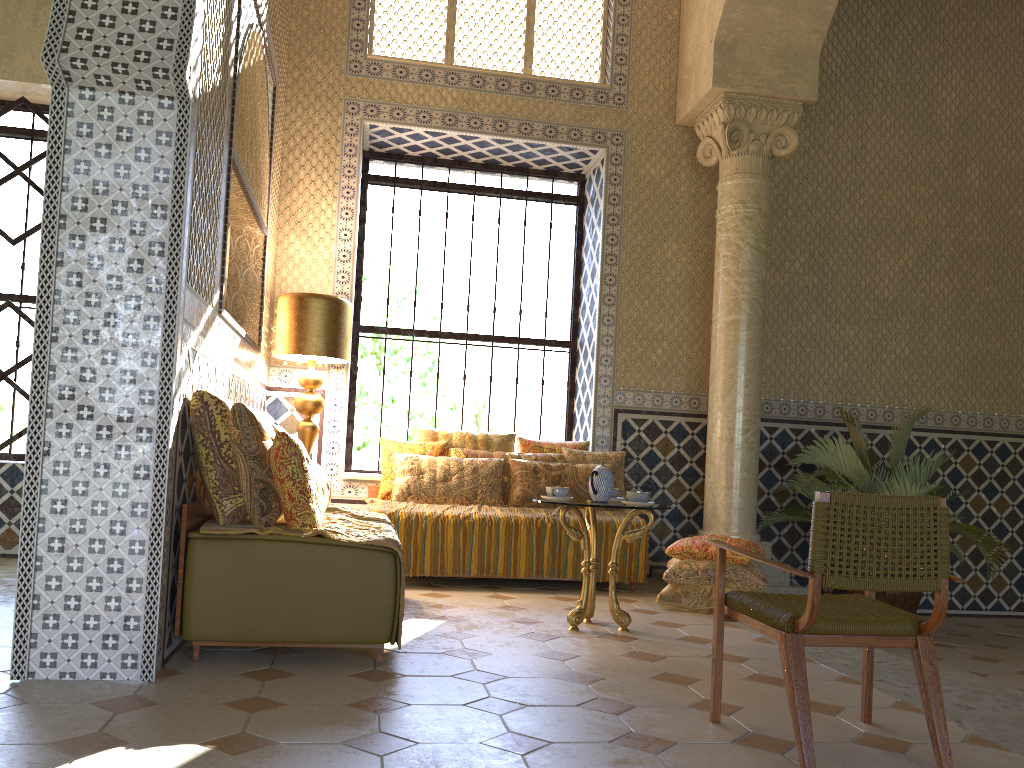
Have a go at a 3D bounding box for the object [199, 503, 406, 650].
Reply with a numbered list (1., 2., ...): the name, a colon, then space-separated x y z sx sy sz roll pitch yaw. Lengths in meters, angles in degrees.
1. object: -1.456 1.302 6.538 1.315 0.716 2.893 4 -5 -9

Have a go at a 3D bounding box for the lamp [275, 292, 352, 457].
1. lamp: -2.066 0.533 8.943 0.738 2.808 0.736 5 -3 -41

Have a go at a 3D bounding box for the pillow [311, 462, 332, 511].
1. pillow: -1.627 0.869 7.296 0.271 0.449 0.985 3 -4 -10

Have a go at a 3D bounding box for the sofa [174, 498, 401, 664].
1. sofa: -1.519 1.308 6.540 1.274 0.935 2.857 4 -5 -10

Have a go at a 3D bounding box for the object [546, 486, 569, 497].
1. object: 0.352 0.853 6.894 0.184 0.100 0.183 5 -5 -28

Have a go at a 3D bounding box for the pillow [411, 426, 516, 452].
1. pillow: -0.537 0.912 9.791 1.193 0.831 0.423 4 -3 -10

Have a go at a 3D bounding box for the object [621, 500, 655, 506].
1. object: 0.955 0.907 6.710 0.256 0.032 0.256 4 -5 -13

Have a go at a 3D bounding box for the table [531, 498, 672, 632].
1. table: 0.674 1.417 6.936 1.100 0.978 1.104 2 -4 20

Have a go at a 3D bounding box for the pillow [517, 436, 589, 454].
1. pillow: 0.471 1.014 10.021 0.856 0.799 0.394 4 -3 -9

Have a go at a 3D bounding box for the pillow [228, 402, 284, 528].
1. pillow: -1.626 0.535 5.684 0.383 0.778 0.836 3 -4 -9

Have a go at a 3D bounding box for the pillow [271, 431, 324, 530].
1. pillow: -1.350 0.635 5.584 0.345 0.650 0.686 3 -4 -10

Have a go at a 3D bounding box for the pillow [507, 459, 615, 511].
1. pillow: 0.542 1.106 9.508 1.192 0.545 0.329 4 -3 -10

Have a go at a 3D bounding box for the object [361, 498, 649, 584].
1. object: -0.141 1.613 9.287 2.887 0.716 1.317 4 -4 -9

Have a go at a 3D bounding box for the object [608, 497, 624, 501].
1. object: 0.799 0.953 7.328 0.256 0.032 0.256 6 -6 -31

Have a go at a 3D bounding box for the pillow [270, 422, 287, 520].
1. pillow: -1.679 0.633 6.428 0.341 0.692 0.742 3 -4 -9

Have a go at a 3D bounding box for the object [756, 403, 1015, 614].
1. object: 4.114 1.436 9.495 2.645 2.497 2.167 4 -4 -23

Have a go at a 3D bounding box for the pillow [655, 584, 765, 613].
1. pillow: 1.906 1.991 8.353 0.990 0.367 1.046 2 -5 15

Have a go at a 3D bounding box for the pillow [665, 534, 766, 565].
1. pillow: 1.927 1.580 8.348 0.803 0.310 0.750 1 -5 24

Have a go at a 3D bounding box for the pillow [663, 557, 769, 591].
1. pillow: 1.899 1.787 8.347 0.931 0.346 0.883 2 -5 11

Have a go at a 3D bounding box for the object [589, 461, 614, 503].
1. object: 0.705 0.773 6.997 0.273 0.323 0.199 4 -3 -20

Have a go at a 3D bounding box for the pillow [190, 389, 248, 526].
1. pillow: -1.860 0.498 5.872 0.422 0.830 1.195 3 -4 -10

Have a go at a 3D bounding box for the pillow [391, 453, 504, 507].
1. pillow: -0.664 1.025 9.302 1.192 0.545 0.329 4 -3 -10

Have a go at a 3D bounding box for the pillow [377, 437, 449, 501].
1. pillow: -1.056 0.934 9.479 0.741 0.692 0.341 4 -3 -9

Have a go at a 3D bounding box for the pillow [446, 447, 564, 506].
1. pillow: -0.061 1.029 9.627 1.342 0.614 0.371 4 -3 -10

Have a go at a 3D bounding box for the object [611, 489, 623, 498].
1. object: 0.802 0.915 7.329 0.184 0.100 0.183 5 -5 -21

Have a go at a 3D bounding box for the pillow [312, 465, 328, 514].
1. pillow: -1.468 0.796 6.373 0.271 0.449 0.985 3 -4 -10

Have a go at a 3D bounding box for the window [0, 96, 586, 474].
1. window: -3.274 -0.989 10.241 8.490 3.983 0.575 4 -2 -13

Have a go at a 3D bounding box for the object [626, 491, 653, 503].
1. object: 0.957 0.869 6.712 0.183 0.100 0.184 4 -4 -13

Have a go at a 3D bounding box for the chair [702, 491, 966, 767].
1. chair: 1.515 1.108 4.221 0.951 1.207 0.908 4 -3 -10

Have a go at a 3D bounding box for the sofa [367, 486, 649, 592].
1. sofa: -0.113 1.629 9.355 2.851 0.935 1.276 4 -4 -10

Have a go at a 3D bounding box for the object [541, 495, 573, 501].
1. object: 0.350 0.891 6.894 0.256 0.032 0.256 6 -6 -31

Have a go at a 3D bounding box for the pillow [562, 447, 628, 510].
1. pillow: 0.919 1.067 9.816 0.741 0.692 0.341 4 -3 -9
